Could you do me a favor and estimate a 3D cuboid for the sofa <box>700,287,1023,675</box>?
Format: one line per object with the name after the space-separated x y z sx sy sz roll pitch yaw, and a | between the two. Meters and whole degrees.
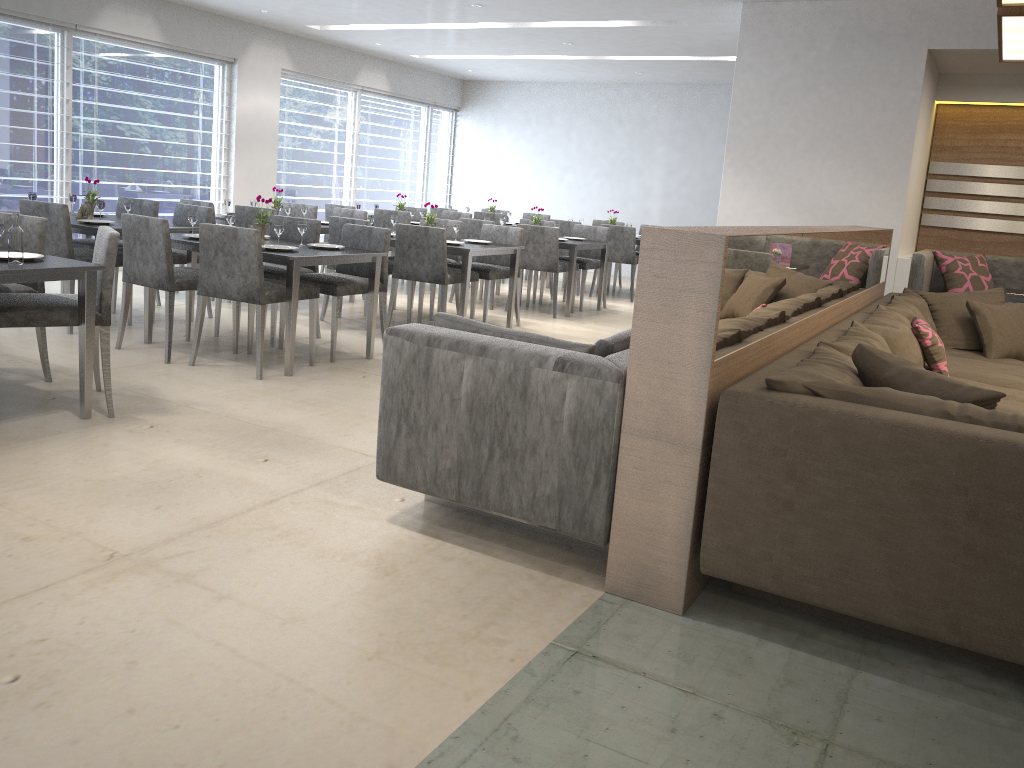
2.783 0.281 3.160 3.197 0.667 3.796 11 14 27 | sofa

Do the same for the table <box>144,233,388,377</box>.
-1.457 -0.503 5.144 1.196 0.627 0.783 11 13 28 | table

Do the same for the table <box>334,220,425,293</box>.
-1.129 -1.307 8.820 1.196 0.627 0.783 11 13 28 | table

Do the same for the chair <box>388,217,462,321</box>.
-0.697 -0.933 7.047 0.479 0.753 0.496 9 11 23 | chair

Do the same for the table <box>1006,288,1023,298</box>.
3.535 -0.269 5.907 0.509 0.647 0.509 10 11 28 | table

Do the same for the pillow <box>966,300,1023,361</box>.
2.635 -0.269 4.728 0.380 0.319 0.238 1 11 -17 | pillow

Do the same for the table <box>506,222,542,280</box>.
-0.266 -1.585 10.369 1.196 0.627 0.783 11 13 28 | table

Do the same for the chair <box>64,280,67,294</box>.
-3.183 -0.826 5.655 0.480 0.753 0.495 11 12 33 | chair

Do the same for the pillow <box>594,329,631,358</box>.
0.376 -0.043 3.005 0.182 0.316 0.643 10 13 27 | pillow

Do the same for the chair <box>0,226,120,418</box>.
-1.931 -0.276 3.688 0.492 0.753 0.483 -1 11 -31 | chair

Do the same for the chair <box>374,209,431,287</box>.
-1.047 -1.273 8.419 0.479 0.753 0.496 9 11 23 | chair

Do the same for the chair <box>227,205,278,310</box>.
-1.876 -1.005 6.930 0.479 0.753 0.496 9 11 23 | chair

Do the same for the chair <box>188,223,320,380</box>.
-1.375 -0.468 4.742 0.479 0.753 0.496 9 11 23 | chair

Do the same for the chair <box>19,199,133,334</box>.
-2.697 -0.740 5.457 0.479 0.753 0.496 9 11 23 | chair

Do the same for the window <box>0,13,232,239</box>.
-4.752 -1.789 6.171 0.159 2.045 7.159 9 13 28 | window

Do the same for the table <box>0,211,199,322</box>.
-2.779 -0.775 5.858 1.196 0.627 0.783 11 13 28 | table

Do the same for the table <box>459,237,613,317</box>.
0.193 -1.035 8.105 1.196 0.627 0.783 11 13 28 | table

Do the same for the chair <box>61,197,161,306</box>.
-2.840 -0.940 6.289 0.479 0.753 0.496 9 11 23 | chair

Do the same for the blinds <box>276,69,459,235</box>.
-1.744 -2.736 11.347 0.045 2.017 3.679 9 12 28 | blinds

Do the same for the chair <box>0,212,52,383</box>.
-2.427 -0.380 3.965 0.479 0.753 0.496 9 11 23 | chair

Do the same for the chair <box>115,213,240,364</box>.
-1.862 -0.554 4.940 0.480 0.753 0.495 11 12 33 | chair

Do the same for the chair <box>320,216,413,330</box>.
-1.041 -0.819 6.413 0.480 0.753 0.495 11 12 33 | chair

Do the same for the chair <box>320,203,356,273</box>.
-1.533 -1.358 8.616 0.480 0.753 0.495 11 12 33 | chair

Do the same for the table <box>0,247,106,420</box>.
-2.358 -0.212 3.527 1.196 0.627 0.783 11 13 28 | table

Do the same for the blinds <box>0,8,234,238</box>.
-4.663 -1.794 6.109 0.045 2.016 7.154 9 13 28 | blinds

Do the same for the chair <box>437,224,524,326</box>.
-0.226 -0.834 6.783 0.480 0.753 0.495 11 12 33 | chair

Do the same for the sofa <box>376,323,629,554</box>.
0.834 -0.098 4.223 0.840 0.620 3.829 11 14 27 | sofa

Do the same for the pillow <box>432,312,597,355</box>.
0.005 -0.033 2.821 0.577 0.320 0.152 11 11 28 | pillow

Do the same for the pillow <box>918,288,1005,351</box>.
2.536 -0.347 4.906 0.526 0.390 0.295 4 10 -3 | pillow

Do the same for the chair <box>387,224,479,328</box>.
-0.554 -0.733 6.215 0.479 0.753 0.496 9 11 23 | chair

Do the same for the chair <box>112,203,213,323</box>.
-2.369 -0.841 6.025 0.480 0.753 0.495 11 12 33 | chair

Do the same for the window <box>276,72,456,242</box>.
-1.842 -2.728 11.392 0.159 2.047 3.688 9 12 28 | window

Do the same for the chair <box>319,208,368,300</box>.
-1.548 -1.106 7.498 0.480 0.753 0.495 11 12 33 | chair

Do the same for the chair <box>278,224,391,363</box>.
-1.047 -0.569 5.310 0.480 0.753 0.495 11 12 33 | chair

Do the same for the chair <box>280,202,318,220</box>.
-2.019 -1.205 7.762 0.479 0.753 0.496 9 11 23 | chair

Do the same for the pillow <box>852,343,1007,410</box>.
1.164 0.102 2.451 0.297 0.352 0.509 -1 13 -29 | pillow

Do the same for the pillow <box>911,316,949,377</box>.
1.897 -0.161 4.013 0.181 0.249 0.468 9 13 23 | pillow

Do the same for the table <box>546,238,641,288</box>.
1.056 -1.313 9.654 1.196 0.627 0.783 11 13 28 | table

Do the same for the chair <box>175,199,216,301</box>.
-2.363 -1.091 7.128 0.480 0.753 0.495 11 12 33 | chair

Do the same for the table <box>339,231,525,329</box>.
-0.636 -0.767 6.617 1.196 0.627 0.783 11 13 28 | table

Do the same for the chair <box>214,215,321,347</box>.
-1.518 -0.668 5.574 0.479 0.753 0.496 9 11 23 | chair

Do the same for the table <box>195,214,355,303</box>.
-1.958 -1.039 7.331 1.196 0.627 0.783 11 13 28 | table
